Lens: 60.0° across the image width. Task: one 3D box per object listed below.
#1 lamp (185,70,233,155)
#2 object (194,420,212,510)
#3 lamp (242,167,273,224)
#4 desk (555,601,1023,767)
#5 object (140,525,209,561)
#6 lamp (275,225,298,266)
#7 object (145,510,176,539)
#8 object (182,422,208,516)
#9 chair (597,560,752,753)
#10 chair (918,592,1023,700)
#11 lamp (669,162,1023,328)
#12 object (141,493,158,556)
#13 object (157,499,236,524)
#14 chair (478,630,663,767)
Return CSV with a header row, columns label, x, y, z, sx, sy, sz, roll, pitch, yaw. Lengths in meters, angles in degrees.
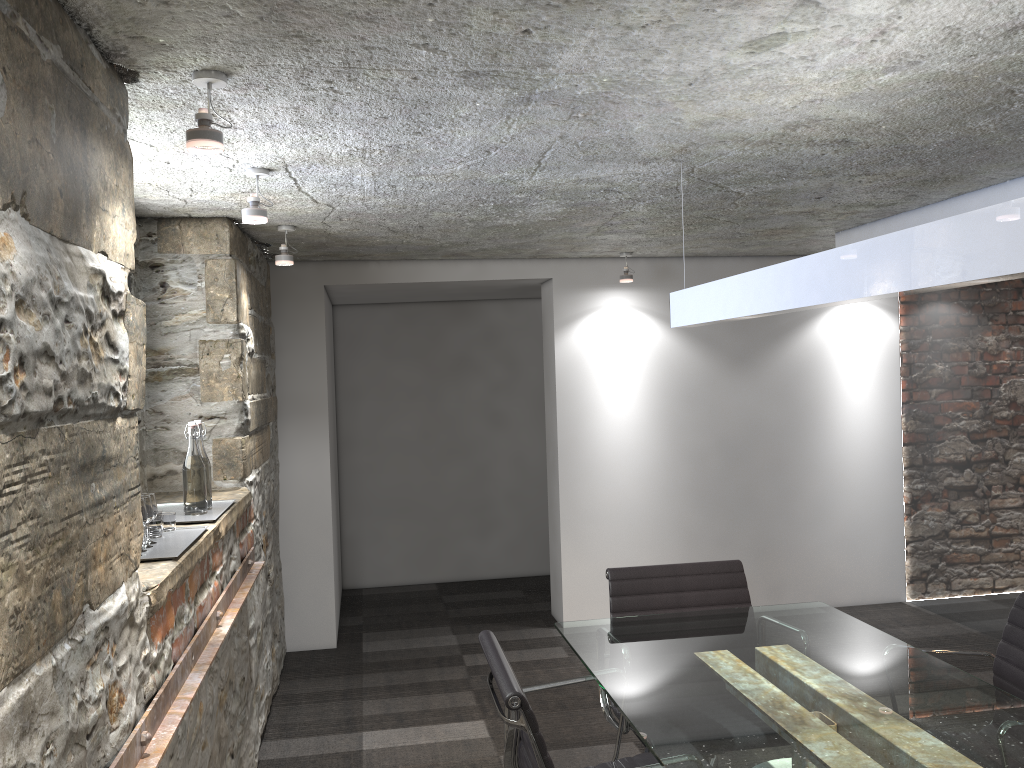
label,x,y,z,sx,sy,sz,roll,pitch,yaw
lamp,-0.639,-0.569,1.861,0.077,0.165,0.098,-1,1,23
object,-1.047,0.272,2.969,0.073,0.300,0.073,-3,1,-41
lamp,-0.784,-0.576,2.720,0.077,0.165,0.098,-1,1,23
desk,0.852,1.104,1.320,0.909,0.711,3.154,-2,1,-10
object,-1.003,0.426,2.354,0.310,0.007,0.457,-2,1,-10
lamp,-0.958,-0.585,3.748,0.077,0.165,0.098,-1,1,23
object,-1.016,0.386,2.466,0.111,0.072,0.191,-2,1,-2
object,-1.032,0.273,2.878,0.073,0.300,0.073,-3,1,-41
chair,0.603,1.029,2.736,0.693,0.837,0.667,-2,1,-17
chair,1.198,1.016,2.265,0.667,0.837,0.693,-2,1,-12
lamp,0.799,-0.430,1.297,0.073,0.524,3.159,-2,1,-10
object,-0.974,0.358,2.255,0.108,0.131,0.218,-2,1,-11
object,-1.097,0.421,2.910,0.310,0.007,0.457,-2,1,-10
chair,0.251,1.048,2.124,0.667,0.837,0.693,-2,1,-18
